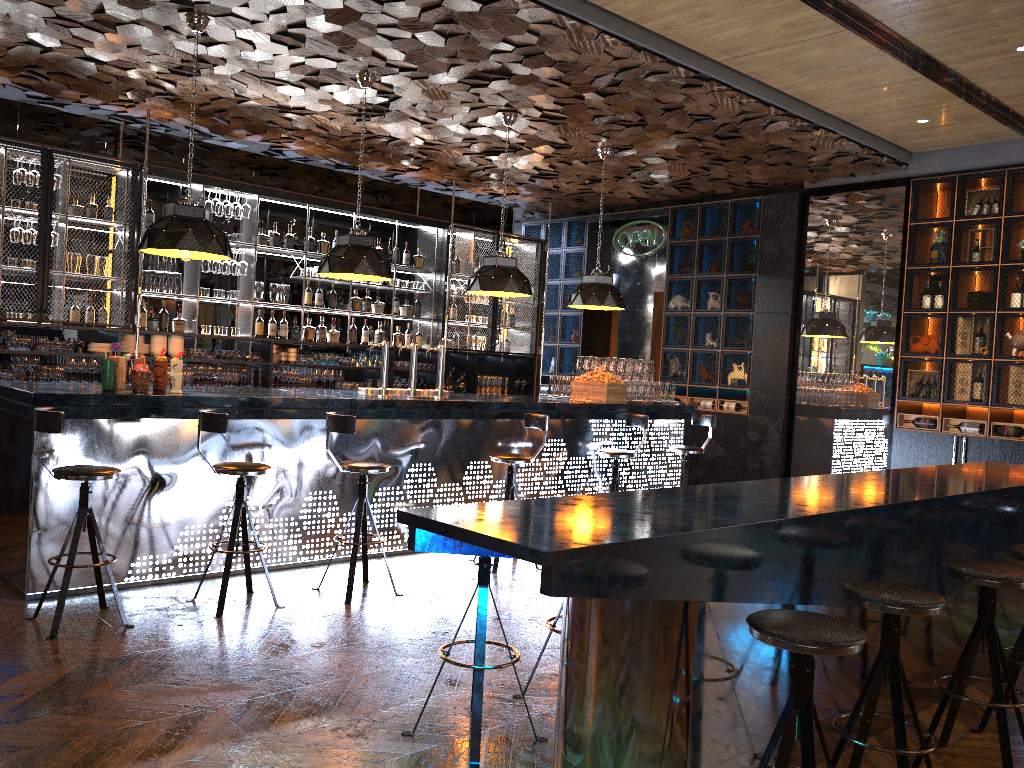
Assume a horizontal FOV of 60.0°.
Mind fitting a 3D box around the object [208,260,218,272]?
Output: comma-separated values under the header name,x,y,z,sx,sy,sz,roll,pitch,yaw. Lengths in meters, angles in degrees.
name,x,y,z,sx,sy,sz,roll,pitch,yaw
object,-2.923,-1.225,8.676,0.092,0.244,0.092,4,1,8

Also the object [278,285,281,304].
name,x,y,z,sx,sy,sz,roll,pitch,yaw
object,-2.433,-0.934,9.333,0.105,0.209,0.105,3,1,3

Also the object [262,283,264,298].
name,x,y,z,sx,sy,sz,roll,pitch,yaw
object,-2.619,-0.941,9.169,0.105,0.209,0.105,3,1,3

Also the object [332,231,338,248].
name,x,y,z,sx,sy,sz,roll,pitch,yaw
object,-1.924,-1.527,9.699,0.086,0.298,0.086,4,1,7

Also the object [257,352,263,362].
name,x,y,z,sx,sy,sz,roll,pitch,yaw
object,-2.577,-0.274,9.000,0.095,0.096,0.095,3,1,-18

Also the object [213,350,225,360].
name,x,y,z,sx,sy,sz,roll,pitch,yaw
object,-2.881,-0.286,8.709,0.109,0.100,0.109,4,2,31

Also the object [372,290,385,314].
name,x,y,z,sx,sy,sz,roll,pitch,yaw
object,-1.521,-0.930,10.074,0.123,0.279,0.123,3,2,-29

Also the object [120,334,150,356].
name,x,y,z,sx,sy,sz,roll,pitch,yaw
object,-3.514,-0.359,8.204,0.306,0.195,0.300,2,2,-41

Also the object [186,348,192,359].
name,x,y,z,sx,sy,sz,roll,pitch,yaw
object,-3.100,-0.295,8.582,0.089,0.100,0.100,4,1,20

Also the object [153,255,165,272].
name,x,y,z,sx,sy,sz,roll,pitch,yaw
object,-3.347,-1.175,8.406,0.105,0.209,0.105,3,1,3

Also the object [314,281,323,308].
name,x,y,z,sx,sy,sz,roll,pitch,yaw
object,-2.093,-0.964,9.614,0.086,0.298,0.086,4,1,7

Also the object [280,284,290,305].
name,x,y,z,sx,sy,sz,roll,pitch,yaw
object,-2.369,-0.928,9.245,0.105,0.209,0.105,3,1,3

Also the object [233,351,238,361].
name,x,y,z,sx,sy,sz,roll,pitch,yaw
object,-2.766,-0.284,8.886,0.093,0.099,0.093,4,1,19

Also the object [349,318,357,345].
name,x,y,z,sx,sy,sz,roll,pitch,yaw
object,-1.768,-0.586,9.861,0.086,0.297,0.086,3,1,-8

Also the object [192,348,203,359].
name,x,y,z,sx,sy,sz,roll,pitch,yaw
object,-3.018,-0.289,8.503,0.100,0.100,0.089,2,2,-38

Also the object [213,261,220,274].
name,x,y,z,sx,sy,sz,roll,pitch,yaw
object,-2.953,-1.232,8.872,0.092,0.244,0.092,4,1,8

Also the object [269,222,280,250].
name,x,y,z,sx,sy,sz,roll,pitch,yaw
object,-2.461,-1.533,9.194,0.083,0.282,0.083,4,2,33

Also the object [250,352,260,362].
name,x,y,z,sx,sy,sz,roll,pitch,yaw
object,-2.582,-0.271,8.899,0.095,0.096,0.095,4,1,22

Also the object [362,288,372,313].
name,x,y,z,sx,sy,sz,roll,pitch,yaw
object,-1.632,-0.937,9.991,0.083,0.282,0.083,2,2,-42

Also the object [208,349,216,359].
name,x,y,z,sx,sy,sz,roll,pitch,yaw
object,-2.987,-0.295,8.827,0.109,0.100,0.109,4,2,31

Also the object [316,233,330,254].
name,x,y,z,sx,sy,sz,roll,pitch,yaw
object,-2.043,-1.506,9.574,0.151,0.248,0.094,2,2,-39

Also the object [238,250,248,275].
name,x,y,z,sx,sy,sz,roll,pitch,yaw
object,-2.692,-1.216,8.886,0.092,0.244,0.092,4,1,8

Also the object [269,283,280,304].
name,x,y,z,sx,sy,sz,roll,pitch,yaw
object,-2.465,-0.933,9.190,0.105,0.209,0.105,3,1,3

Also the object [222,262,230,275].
name,x,y,z,sx,sy,sz,roll,pitch,yaw
object,-2.879,-1.229,8.938,0.092,0.244,0.092,4,1,8

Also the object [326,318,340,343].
name,x,y,z,sx,sy,sz,roll,pitch,yaw
object,-1.957,-0.583,9.706,0.123,0.279,0.123,3,2,-29

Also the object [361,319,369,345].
name,x,y,z,sx,sy,sz,roll,pitch,yaw
object,-1.656,-0.583,10.007,0.086,0.298,0.086,4,1,7

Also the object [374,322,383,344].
name,x,y,z,sx,sy,sz,roll,pitch,yaw
object,-1.516,-0.570,10.125,0.083,0.282,0.083,4,2,33

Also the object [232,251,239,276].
name,x,y,z,sx,sy,sz,roll,pitch,yaw
object,-2.803,-1.226,9.008,0.092,0.244,0.092,4,1,8

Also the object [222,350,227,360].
name,x,y,z,sx,sy,sz,roll,pitch,yaw
object,-2.872,-0.289,8.858,0.093,0.099,0.093,4,2,35

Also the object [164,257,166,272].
name,x,y,z,sx,sy,sz,roll,pitch,yaw
object,-3.331,-1.178,8.555,0.105,0.209,0.105,3,1,3

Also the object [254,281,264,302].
name,x,y,z,sx,sy,sz,roll,pitch,yaw
object,-2.588,-0.936,9.041,0.105,0.209,0.105,3,1,3

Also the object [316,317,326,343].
name,x,y,z,sx,sy,sz,roll,pitch,yaw
object,-2.069,-0.590,9.623,0.083,0.282,0.083,2,2,-42

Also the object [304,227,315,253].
name,x,y,z,sx,sy,sz,roll,pitch,yaw
object,-2.161,-1.528,9.466,0.083,0.282,0.083,4,2,33

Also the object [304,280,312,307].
name,x,y,z,sx,sy,sz,roll,pitch,yaw
object,-2.184,-0.965,9.498,0.086,0.299,0.086,4,1,7

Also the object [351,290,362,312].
name,x,y,z,sx,sy,sz,roll,pitch,yaw
object,-1.747,-0.924,9.888,0.094,0.248,0.151,4,2,37

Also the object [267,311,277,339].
name,x,y,z,sx,sy,sz,roll,pitch,yaw
object,-2.506,-0.616,9.267,0.086,0.298,0.086,4,1,7

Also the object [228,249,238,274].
name,x,y,z,sx,sy,sz,roll,pitch,yaw
object,-2.769,-1.219,8.816,0.092,0.244,0.092,4,1,8

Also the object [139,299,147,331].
name,x,y,z,sx,sy,sz,roll,pitch,yaw
object,-3.483,-0.650,8.345,0.086,0.299,0.086,4,1,7

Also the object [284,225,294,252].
name,x,y,z,sx,sy,sz,roll,pitch,yaw
object,-2.338,-1.528,9.306,0.083,0.282,0.083,3,2,-27

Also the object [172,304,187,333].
name,x,y,z,sx,sy,sz,roll,pitch,yaw
object,-3.212,-0.630,8.565,0.123,0.279,0.123,3,2,-29

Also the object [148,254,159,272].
name,x,y,z,sx,sy,sz,roll,pitch,yaw
object,-3.426,-1.182,8.485,0.105,0.209,0.105,3,1,3

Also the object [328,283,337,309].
name,x,y,z,sx,sy,sz,roll,pitch,yaw
object,-1.962,-0.958,9.696,0.086,0.297,0.086,4,1,7

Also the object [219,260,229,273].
name,x,y,z,sx,sy,sz,roll,pitch,yaw
object,-2.842,-1.222,8.750,0.092,0.244,0.092,4,1,8

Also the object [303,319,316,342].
name,x,y,z,sx,sy,sz,roll,pitch,yaw
object,-2.183,-0.576,9.519,0.094,0.248,0.151,4,2,37

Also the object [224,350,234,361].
name,x,y,z,sx,sy,sz,roll,pitch,yaw
object,-2.799,-0.283,8.778,0.093,0.099,0.093,3,2,-26

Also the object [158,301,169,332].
name,x,y,z,sx,sy,sz,roll,pitch,yaw
object,-3.320,-0.644,8.451,0.086,0.297,0.086,3,1,-8

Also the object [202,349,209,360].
name,x,y,z,sx,sy,sz,roll,pitch,yaw
object,-2.995,-0.289,8.600,0.089,0.100,0.100,3,1,-6

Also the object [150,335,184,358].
name,x,y,z,sx,sy,sz,roll,pitch,yaw
object,-3.262,-0.359,8.387,0.309,0.216,0.149,2,2,-45

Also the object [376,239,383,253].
name,x,y,z,sx,sy,sz,roll,pitch,yaw
object,-1.519,-1.504,10.050,0.083,0.282,0.083,2,2,-42

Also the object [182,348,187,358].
name,x,y,z,sx,sy,sz,roll,pitch,yaw
object,-3.181,-0.302,8.671,0.100,0.100,0.089,2,2,-35

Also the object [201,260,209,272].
name,x,y,z,sx,sy,sz,roll,pitch,yaw
object,-3.034,-1.235,8.798,0.092,0.244,0.092,4,1,8

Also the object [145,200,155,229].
name,x,y,z,sx,sy,sz,roll,pitch,yaw
object,-3.419,-1.584,8.365,0.086,0.298,0.086,4,1,7

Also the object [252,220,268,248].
name,x,y,z,sx,sy,sz,roll,pitch,yaw
object,-2.579,-1.535,9.089,0.123,0.279,0.123,4,2,36

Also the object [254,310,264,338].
name,x,y,z,sx,sy,sz,roll,pitch,yaw
object,-2.606,-0.618,9.142,0.086,0.299,0.086,4,1,7

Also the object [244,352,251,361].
name,x,y,z,sx,sy,sz,roll,pitch,yaw
object,-2.671,-0.278,8.959,0.095,0.096,0.095,2,2,-42

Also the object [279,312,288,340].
name,x,y,z,sx,sy,sz,roll,pitch,yaw
object,-2.403,-0.611,9.329,0.086,0.298,0.086,4,1,7

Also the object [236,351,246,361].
name,x,y,z,sx,sy,sz,roll,pitch,yaw
object,-2.693,-0.277,8.812,0.093,0.099,0.093,3,1,-23

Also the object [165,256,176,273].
name,x,y,z,sx,sy,sz,roll,pitch,yaw
object,-3.267,-1.172,8.491,0.105,0.209,0.105,3,1,3
